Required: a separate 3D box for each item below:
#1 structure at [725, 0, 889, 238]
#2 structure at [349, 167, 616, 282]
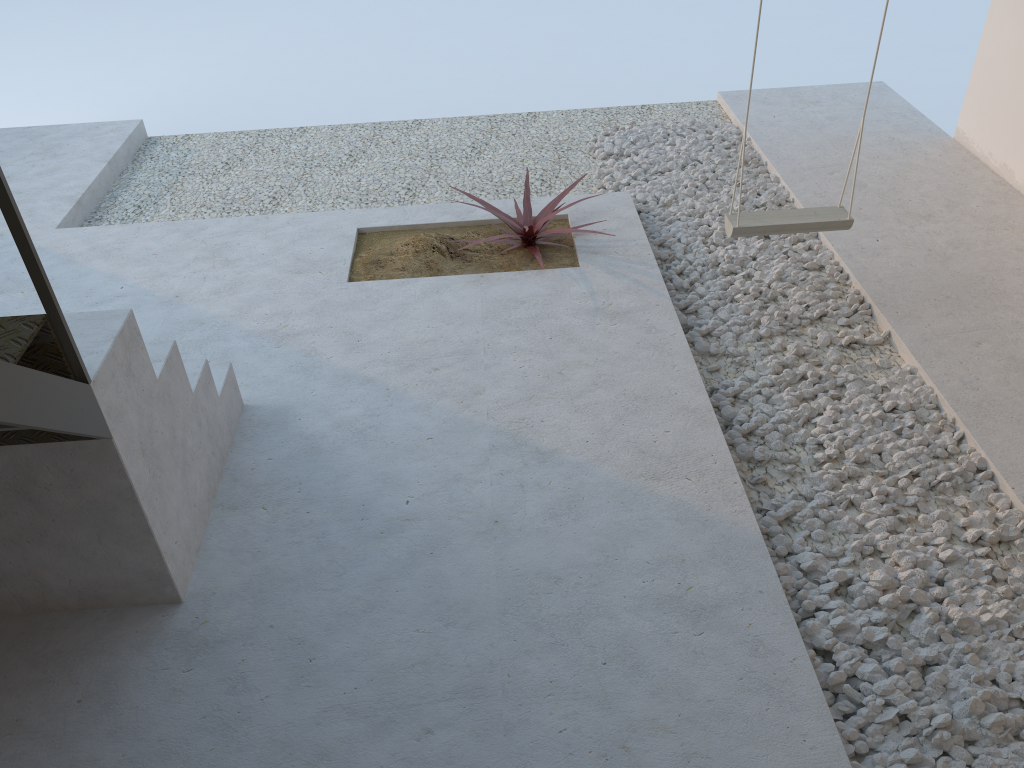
[{"bbox_3d":[1.022,-1.360,2.829,0.462,1.954,0.123,-4,38,-1],"label":"structure"},{"bbox_3d":[-0.157,-0.696,4.021,1.203,0.306,0.712,-4,37,-1],"label":"structure"}]
